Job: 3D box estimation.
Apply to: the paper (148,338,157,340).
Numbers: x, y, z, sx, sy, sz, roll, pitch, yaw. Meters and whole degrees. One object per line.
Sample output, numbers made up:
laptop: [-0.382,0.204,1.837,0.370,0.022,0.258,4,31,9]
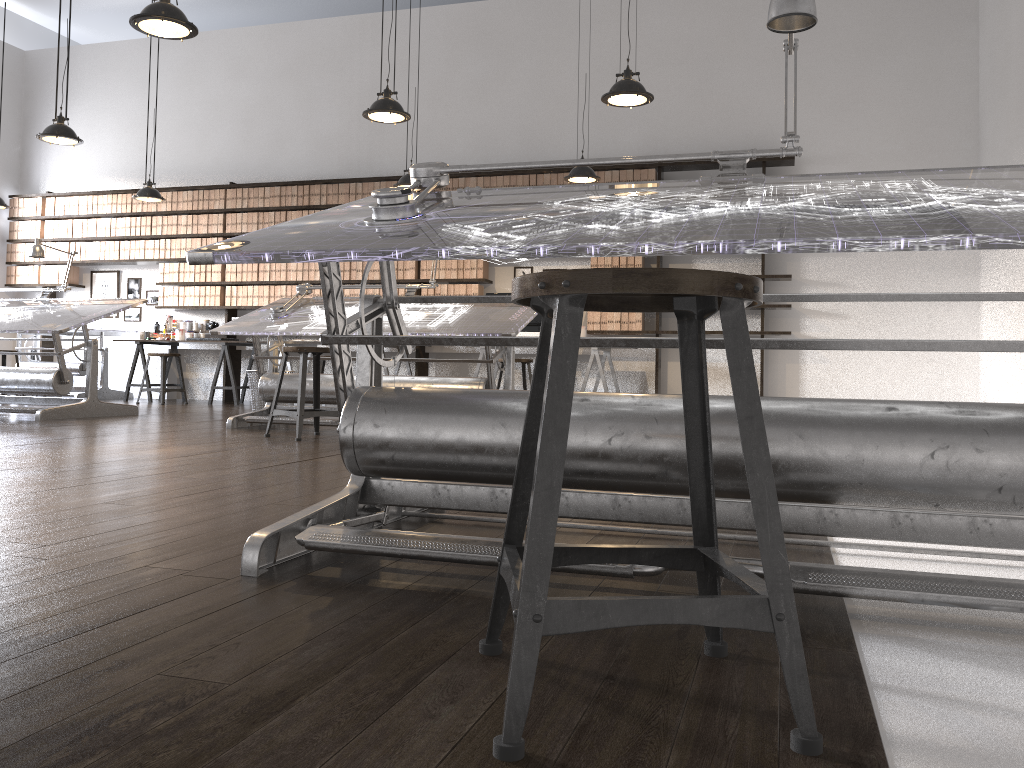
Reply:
paper: [-3.942,-0.493,9.740,0.155,0.038,0.137,1,1,2]

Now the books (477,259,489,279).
books: [-0.299,-1.181,9.100,0.067,0.226,0.174,1,-1,17]

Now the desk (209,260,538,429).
desk: [-0.815,-0.387,5.923,2.069,1.389,1.075,1,-1,17]

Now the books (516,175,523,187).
books: [0.100,-1.996,9.011,0.067,0.226,0.174,1,-1,17]

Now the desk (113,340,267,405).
desk: [-3.421,-0.126,9.610,1.668,0.671,0.655,1,-1,17]

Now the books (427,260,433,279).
books: [-0.827,-1.194,9.261,0.067,0.226,0.174,1,-1,17]

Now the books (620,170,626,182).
books: [1.104,-1.971,8.697,0.067,0.226,0.174,1,-1,17]

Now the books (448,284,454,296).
books: [-0.605,-0.913,9.181,0.067,0.226,0.174,1,-1,17]

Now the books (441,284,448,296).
books: [-0.674,-0.915,9.198,0.067,0.226,0.174,1,-1,17]

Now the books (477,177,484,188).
books: [-0.300,-2.006,9.132,0.067,0.226,0.174,1,-1,17]

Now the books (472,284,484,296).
books: [-0.350,-0.907,9.099,0.067,0.226,0.174,1,-1,17]

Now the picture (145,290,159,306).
picture: [-4.221,-1.018,10.468,0.251,0.184,0.023,1,-2,17]

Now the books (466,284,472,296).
books: [-0.409,-0.909,9.119,0.067,0.226,0.174,1,-1,17]

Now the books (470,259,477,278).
books: [-0.368,-1.183,9.116,0.067,0.226,0.174,1,-1,17]

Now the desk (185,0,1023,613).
desk: [0.489,-0.306,1.968,2.069,1.389,1.075,1,-1,17]

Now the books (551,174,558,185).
books: [0.441,-1.988,8.908,0.067,0.226,0.174,1,-1,17]

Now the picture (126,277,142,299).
picture: [-4.503,-1.127,10.561,0.201,0.285,0.022,1,-2,16]

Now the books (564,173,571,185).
books: [0.572,-1.984,8.862,0.067,0.226,0.174,1,-1,17]

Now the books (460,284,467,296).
books: [-0.474,-0.910,9.135,0.067,0.226,0.174,1,-1,17]

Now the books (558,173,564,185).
books: [0.509,-1.986,8.887,0.067,0.226,0.174,1,-1,17]

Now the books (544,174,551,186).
books: [0.372,-1.989,8.925,0.067,0.226,0.174,1,-1,17]

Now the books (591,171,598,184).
books: [0.833,-1.978,8.786,0.067,0.226,0.174,1,-1,17]

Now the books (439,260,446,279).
books: [-0.691,-1.191,9.217,0.067,0.226,0.174,1,-1,17]

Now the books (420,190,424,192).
books: [-0.902,-2.021,9.323,0.067,0.226,0.174,1,-1,17]

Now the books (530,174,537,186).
books: [0.232,-1.993,8.967,0.067,0.226,0.174,1,-1,17]

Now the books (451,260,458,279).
books: [-0.568,-1.188,9.176,0.067,0.226,0.174,1,-1,17]

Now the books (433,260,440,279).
books: [-0.761,-1.193,9.237,0.067,0.226,0.174,1,-1,17]

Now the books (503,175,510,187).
books: [-0.031,-1.999,9.047,0.067,0.226,0.174,1,-1,17]

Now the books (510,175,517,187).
books: [0.038,-1.997,9.026,0.067,0.226,0.174,1,-1,17]

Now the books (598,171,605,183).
books: [0.901,-1.976,8.767,0.067,0.226,0.174,1,-1,17]

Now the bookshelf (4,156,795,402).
bookshelf: [-1.760,-0.645,9.610,9.178,3.214,0.373,1,-2,17]

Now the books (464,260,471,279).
books: [-0.434,-1.185,9.141,0.067,0.226,0.174,1,-1,17]

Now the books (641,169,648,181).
books: [1.304,-1.966,8.643,0.067,0.226,0.174,1,-1,17]

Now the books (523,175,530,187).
books: [0.163,-1.994,8.994,0.067,0.226,0.174,1,-1,17]

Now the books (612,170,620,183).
books: [1.035,-1.973,8.719,0.067,0.226,0.174,1,-1,17]

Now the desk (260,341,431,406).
desk: [-1.734,-0.085,9.090,1.668,0.671,0.655,1,-1,17]

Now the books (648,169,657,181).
books: [1.370,-1.965,8.619,0.067,0.226,0.174,1,-1,17]

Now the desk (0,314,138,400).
desk: [-4.987,-0.383,10.071,1.269,1.100,1.070,1,-1,17]

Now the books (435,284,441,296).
books: [-0.740,-0.917,9.223,0.067,0.226,0.174,1,-1,17]

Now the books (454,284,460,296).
books: [-0.537,-0.912,9.160,0.067,0.226,0.174,1,-1,17]

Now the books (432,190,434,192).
books: [-0.833,-2.019,9.296,0.067,0.226,0.174,1,-1,17]

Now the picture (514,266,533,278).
picture: [0.118,-1.069,9.139,0.201,0.285,0.022,1,-2,16]

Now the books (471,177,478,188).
books: [-0.369,-2.007,9.155,0.067,0.226,0.174,1,-1,17]

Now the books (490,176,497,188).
books: [-0.165,-2.003,9.096,0.067,0.226,0.174,1,-1,17]

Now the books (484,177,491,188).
books: [-0.232,-2.004,9.115,0.067,0.226,0.174,1,-1,17]

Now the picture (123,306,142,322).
picture: [-4.519,-0.833,10.551,0.251,0.184,0.023,1,-2,17]

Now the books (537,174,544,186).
books: [0.306,-1.991,8.950,0.067,0.226,0.174,1,-1,17]

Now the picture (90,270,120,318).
picture: [-4.907,-1.079,10.671,0.415,0.576,0.040,1,-2,17]

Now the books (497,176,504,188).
books: [-0.099,-2.001,9.072,0.067,0.226,0.174,1,-1,17]

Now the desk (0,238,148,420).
desk: [-4.018,-0.465,6.911,2.280,1.389,1.075,1,-1,17]

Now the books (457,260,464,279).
books: [-0.502,-1.186,9.162,0.067,0.226,0.174,1,-1,17]

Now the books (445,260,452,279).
books: [-0.631,-1.189,9.200,0.067,0.226,0.174,1,-1,17]

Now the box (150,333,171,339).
box: [-3.911,-0.520,9.893,0.212,0.083,0.137,1,0,17]

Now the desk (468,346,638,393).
desk: [0.312,-0.034,8.460,1.668,0.671,0.655,1,-1,17]

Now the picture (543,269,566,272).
picture: [0.437,-1.082,9.040,0.251,0.184,0.023,1,-2,17]

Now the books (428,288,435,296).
books: [-0.814,-0.918,9.240,0.067,0.226,0.174,1,-1,17]
